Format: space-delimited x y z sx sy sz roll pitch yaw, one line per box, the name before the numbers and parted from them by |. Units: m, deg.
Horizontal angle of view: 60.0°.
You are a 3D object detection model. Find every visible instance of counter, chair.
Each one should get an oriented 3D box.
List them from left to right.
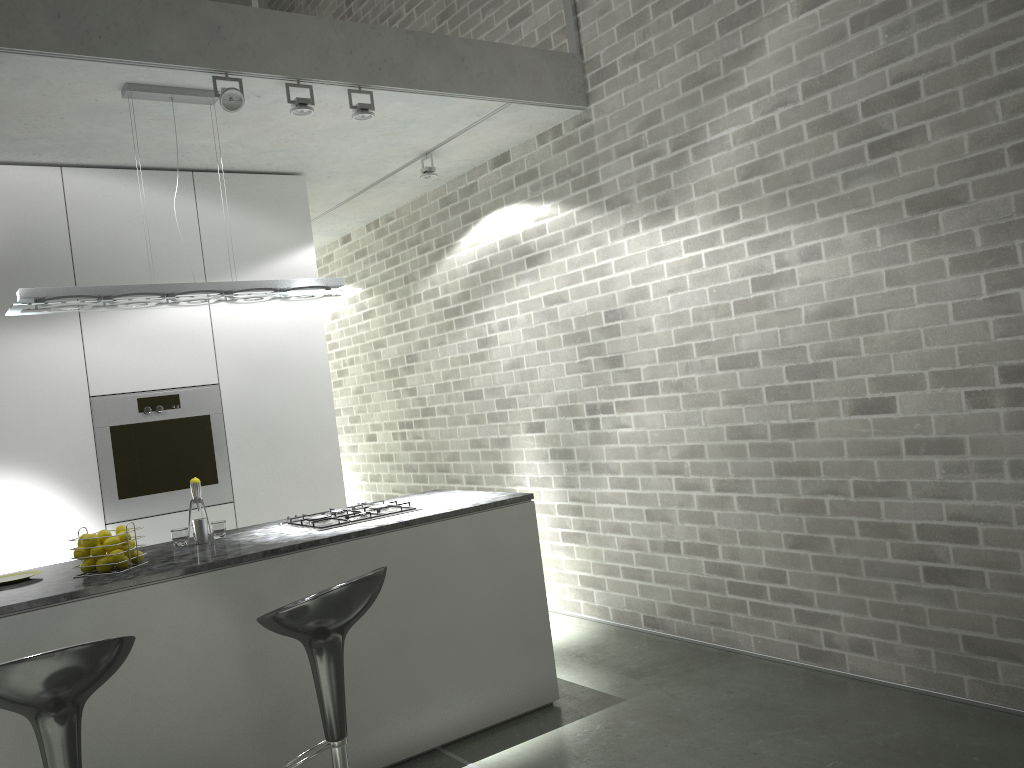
counter | -1.885 1.237 3.217 4.400 0.960 0.900 -7 0 -35
chair | -1.286 1.192 2.569 0.457 0.931 0.464 -7 0 -21
chair | -0.599 1.107 3.009 0.464 0.931 0.457 -8 0 36

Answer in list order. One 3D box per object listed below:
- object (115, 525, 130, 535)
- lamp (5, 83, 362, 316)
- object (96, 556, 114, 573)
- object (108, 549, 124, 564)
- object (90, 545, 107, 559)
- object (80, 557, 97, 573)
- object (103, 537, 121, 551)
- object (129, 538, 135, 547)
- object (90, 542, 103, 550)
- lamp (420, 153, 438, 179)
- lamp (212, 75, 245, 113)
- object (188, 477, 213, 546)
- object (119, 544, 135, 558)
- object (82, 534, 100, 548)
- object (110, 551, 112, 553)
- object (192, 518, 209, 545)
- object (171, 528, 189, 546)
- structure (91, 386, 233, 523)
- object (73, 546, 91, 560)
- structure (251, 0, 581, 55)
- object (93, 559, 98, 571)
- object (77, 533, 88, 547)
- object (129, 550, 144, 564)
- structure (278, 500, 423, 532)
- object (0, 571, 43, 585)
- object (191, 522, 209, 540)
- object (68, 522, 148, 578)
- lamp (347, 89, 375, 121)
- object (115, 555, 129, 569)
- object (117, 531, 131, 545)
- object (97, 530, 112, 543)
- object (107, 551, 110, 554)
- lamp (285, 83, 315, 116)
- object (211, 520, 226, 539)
object | -1.512 0.578 3.441 0.059 0.060 0.050 -8 -1 45
lamp | -1.477 -0.844 3.995 1.490 0.964 0.290 -7 0 -35
object | -1.526 0.678 3.326 0.064 0.063 0.074 -7 0 -24
object | -1.477 0.644 3.308 0.052 0.054 0.061 -7 0 22
object | -1.551 0.629 3.326 0.052 0.053 0.062 -7 0 17
object | -1.587 0.680 3.326 0.060 0.057 0.052 -7 0 -43
object | -1.501 0.601 3.328 0.061 0.052 0.053 -7 0 -32
object | -1.487 0.624 3.434 0.053 0.054 0.061 -7 0 1
object | -1.579 0.630 3.375 0.064 0.053 0.051 -7 0 -42
lamp | -0.526 -1.356 5.537 0.109 0.132 0.109 -7 0 7
lamp | -1.227 -1.266 3.861 0.131 0.154 0.098 -7 0 -35
object | -1.350 0.544 3.832 0.101 0.288 0.088 -7 0 -5
object | -1.469 0.636 3.377 0.051 0.055 0.061 -7 0 24
object | -1.577 0.587 3.322 0.063 0.051 0.053 -7 0 3
object | -1.500 0.637 3.374 0.051 0.053 0.062 -7 0 -37
object | -1.337 0.634 3.817 0.060 0.106 0.060 -7 0 -41
object | -1.441 0.665 3.853 0.063 0.070 0.064 -7 0 3
structure | -1.955 0.384 5.003 0.692 0.680 0.036 -7 0 -35
object | -1.613 0.635 3.329 0.063 0.051 0.053 -7 0 14
structure | -1.948 -2.044 3.466 5.560 0.972 0.070 -7 0 -35
object | -1.596 0.687 3.382 0.061 0.053 0.053 -7 0 -2
object | -1.616 0.596 3.358 0.057 0.060 0.052 -8 0 33
object | -1.455 0.671 3.434 0.053 0.052 0.062 -7 0 -5
structure | -0.747 0.595 4.059 0.500 0.038 0.500 -7 0 -35
object | -1.929 0.752 3.416 0.216 0.017 0.217 -7 0 -9
object | -1.395 0.660 3.975 0.063 0.070 0.064 -7 0 3
object | -1.539 0.623 3.383 0.207 0.174 0.189 -7 0 10
lamp | -0.719 -1.338 4.240 0.109 0.135 0.109 -7 0 13
object | -1.473 0.672 3.349 0.051 0.053 0.063 -7 0 -37
object | -1.480 0.587 3.382 0.051 0.053 0.063 -7 0 -32
object | -1.551 0.581 3.376 0.051 0.053 0.063 -7 0 -43
object | -1.545 0.660 3.449 0.052 0.053 0.062 -7 0 -8
lamp | -0.969 -1.307 4.064 0.109 0.135 0.109 -7 0 13
object | -1.306 0.649 3.953 0.064 0.070 0.063 -7 0 -27
